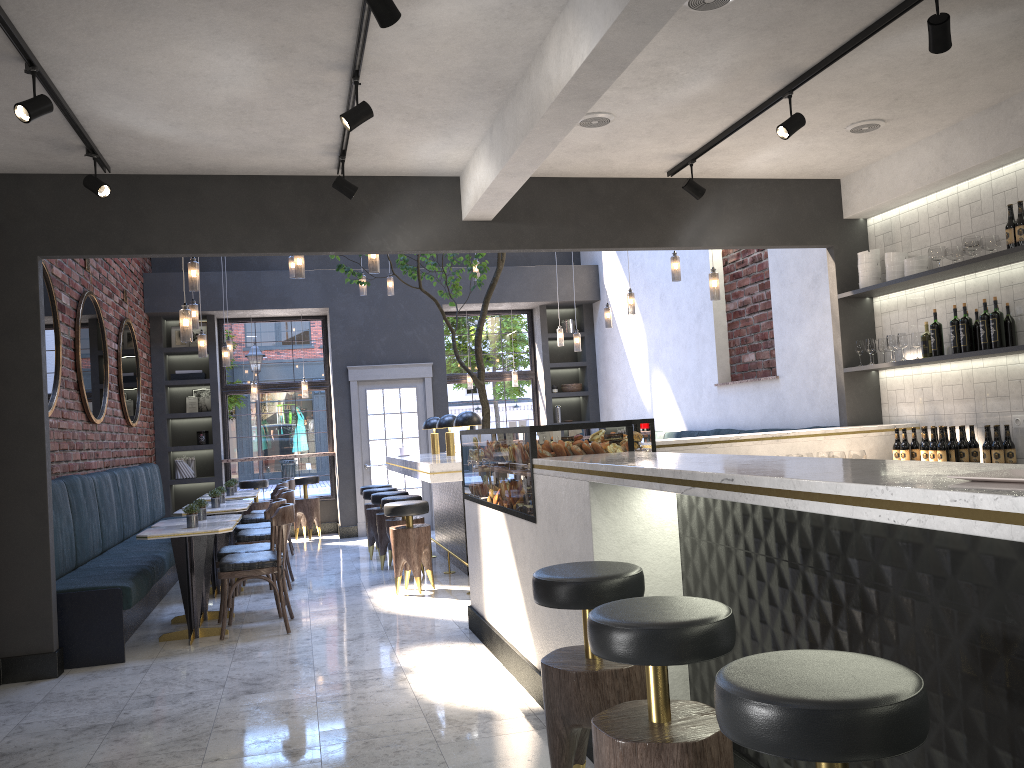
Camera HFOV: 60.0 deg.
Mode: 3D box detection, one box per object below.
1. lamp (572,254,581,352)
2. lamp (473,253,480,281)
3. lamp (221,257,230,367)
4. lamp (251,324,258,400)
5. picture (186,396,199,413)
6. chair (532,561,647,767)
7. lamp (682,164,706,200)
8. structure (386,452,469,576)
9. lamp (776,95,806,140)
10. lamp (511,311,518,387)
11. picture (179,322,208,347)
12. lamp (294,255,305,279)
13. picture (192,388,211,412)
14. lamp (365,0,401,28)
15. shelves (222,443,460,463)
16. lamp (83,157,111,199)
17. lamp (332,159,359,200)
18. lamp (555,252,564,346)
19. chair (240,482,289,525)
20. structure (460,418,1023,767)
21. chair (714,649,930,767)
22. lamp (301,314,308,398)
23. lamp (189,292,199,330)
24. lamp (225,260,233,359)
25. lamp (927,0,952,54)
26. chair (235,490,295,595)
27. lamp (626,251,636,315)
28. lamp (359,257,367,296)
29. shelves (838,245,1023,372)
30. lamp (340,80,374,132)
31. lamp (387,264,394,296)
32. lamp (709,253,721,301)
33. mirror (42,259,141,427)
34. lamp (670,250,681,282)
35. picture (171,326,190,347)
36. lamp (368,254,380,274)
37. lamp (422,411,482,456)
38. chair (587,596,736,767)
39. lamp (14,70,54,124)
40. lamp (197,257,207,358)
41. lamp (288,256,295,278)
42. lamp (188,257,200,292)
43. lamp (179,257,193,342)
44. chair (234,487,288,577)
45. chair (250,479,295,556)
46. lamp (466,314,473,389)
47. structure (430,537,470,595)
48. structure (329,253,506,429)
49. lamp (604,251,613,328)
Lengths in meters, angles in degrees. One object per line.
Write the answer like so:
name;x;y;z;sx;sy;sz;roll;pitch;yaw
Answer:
lamp;0.657;-2.434;10.642;0.078;4.103;0.078;-2;-3;-29
lamp;-0.537;-3.259;10.437;0.078;4.103;0.078;-2;-3;-29
lamp;-3.233;-2.234;9.724;0.078;4.103;0.078;-2;-3;-29
lamp;-3.468;-0.497;11.829;0.078;1.428;0.078;-4;-2;16
picture;-4.245;0.280;11.769;0.161;0.227;0.049;-3;-2;-13
chair;0.273;1.019;2.911;0.371;0.821;0.372;-5;-3;39
lamp;1.191;-1.326;5.821;0.157;0.235;0.087;-3;-2;-20
structure;-0.552;1.237;8.765;0.990;1.050;3.492;-3;-3;-14
lamp;1.462;-1.399;4.659;0.157;0.235;0.087;-3;-2;-20
lamp;0.005;-0.674;12.686;0.078;1.428;0.078;-4;-2;16
picture;-4.246;-0.644;11.835;0.361;0.369;0.055;-3;-2;-14
lamp;-1.831;-2.897;7.209;0.078;4.103;0.078;-4;-2;16
picture;-4.129;0.225;11.826;0.247;0.326;0.044;-3;-2;-14
lamp;-0.454;-1.357;3.059;0.087;0.238;0.157;-5;-3;25
shelves;-1.670;0.906;12.198;4.402;0.043;0.384;-3;-3;-14
lamp;-2.319;-1.148;4.952;0.157;0.235;0.087;-5;-3;27
lamp;-0.995;-1.217;5.282;0.157;0.238;0.087;-3;-2;-20
lamp;0.491;-2.526;11.291;0.078;4.103;0.078;-2;-3;-29
chair;-2.677;1.510;9.646;0.521;0.851;0.539;-3;-2;-12
structure;1.934;0.698;3.407;3.205;1.299;5.808;-3;-3;-14
chair;0.582;0.936;1.608;0.372;0.821;0.370;-5;-3;29
lamp;-2.831;-0.530;11.987;0.078;1.428;0.078;-5;-3;38
lamp;-2.940;-2.533;7.930;0.078;4.103;0.078;-3;-2;-7
lamp;-3.377;-2.332;10.285;0.078;4.103;0.078;-2;-3;-29
lamp;1.732;-1.467;3.598;0.087;0.235;0.157;-5;-3;25
chair;-2.192;1.397;7.935;0.521;0.851;0.539;-3;-2;-12
lamp;1.067;-2.737;8.919;0.078;4.103;0.078;-5;-3;38
lamp;-1.801;-3.045;10.061;0.078;4.103;0.078;-2;-3;-29
shelves;3.008;-0.493;4.865;0.300;0.580;3.602;-3;-3;-14
lamp;-0.724;-1.290;4.119;0.157;0.238;0.087;-3;-2;-20
lamp;-1.586;-3.116;10.764;0.078;4.103;0.078;-2;-3;-29
lamp;1.500;-2.718;7.173;0.078;4.103;0.078;-2;-3;-29
mirror;-3.757;-0.395;7.954;0.036;1.509;4.776;-3;-3;-14
lamp;1.317;-2.949;7.862;0.078;4.103;0.078;-2;-3;-29
picture;-4.397;-0.613;11.761;0.230;0.313;0.061;-3;-2;-14
lamp;-1.122;-2.849;6.486;0.078;4.103;0.078;-4;-2;16
lamp;-0.466;-1.098;5.242;4.182;3.255;8.840;-2;-3;-31
chair;0.399;0.978;2.237;0.370;0.821;0.372;-3;-2;-4
lamp;-2.045;-1.223;3.789;0.087;0.238;0.157;-5;-3;25
lamp;-3.080;-2.300;8.547;0.078;4.103;0.078;-3;-2;-7
lamp;-2.455;-3.179;9.518;0.078;4.103;0.078;-2;-3;-29
lamp;-2.548;-2.756;6.840;0.078;4.103;0.078;-2;-3;-29
lamp;-2.357;-2.336;6.157;0.078;4.103;0.078;-2;-3;-29
chair;-2.402;1.439;8.532;0.521;0.851;0.539;-3;-3;-20
chair;-2.748;1.542;10.224;0.521;0.851;0.497;-3;-2;-15
lamp;-0.633;-0.641;12.529;0.078;1.428;0.078;-5;-3;38
structure;-0.527;1.656;8.748;0.496;0.210;3.500;-3;-3;-14
structure;-0.448;-1.282;7.921;3.745;5.986;2.806;-5;-3;30
lamp;0.911;-2.648;9.569;0.078;4.103;0.078;-5;-3;38
